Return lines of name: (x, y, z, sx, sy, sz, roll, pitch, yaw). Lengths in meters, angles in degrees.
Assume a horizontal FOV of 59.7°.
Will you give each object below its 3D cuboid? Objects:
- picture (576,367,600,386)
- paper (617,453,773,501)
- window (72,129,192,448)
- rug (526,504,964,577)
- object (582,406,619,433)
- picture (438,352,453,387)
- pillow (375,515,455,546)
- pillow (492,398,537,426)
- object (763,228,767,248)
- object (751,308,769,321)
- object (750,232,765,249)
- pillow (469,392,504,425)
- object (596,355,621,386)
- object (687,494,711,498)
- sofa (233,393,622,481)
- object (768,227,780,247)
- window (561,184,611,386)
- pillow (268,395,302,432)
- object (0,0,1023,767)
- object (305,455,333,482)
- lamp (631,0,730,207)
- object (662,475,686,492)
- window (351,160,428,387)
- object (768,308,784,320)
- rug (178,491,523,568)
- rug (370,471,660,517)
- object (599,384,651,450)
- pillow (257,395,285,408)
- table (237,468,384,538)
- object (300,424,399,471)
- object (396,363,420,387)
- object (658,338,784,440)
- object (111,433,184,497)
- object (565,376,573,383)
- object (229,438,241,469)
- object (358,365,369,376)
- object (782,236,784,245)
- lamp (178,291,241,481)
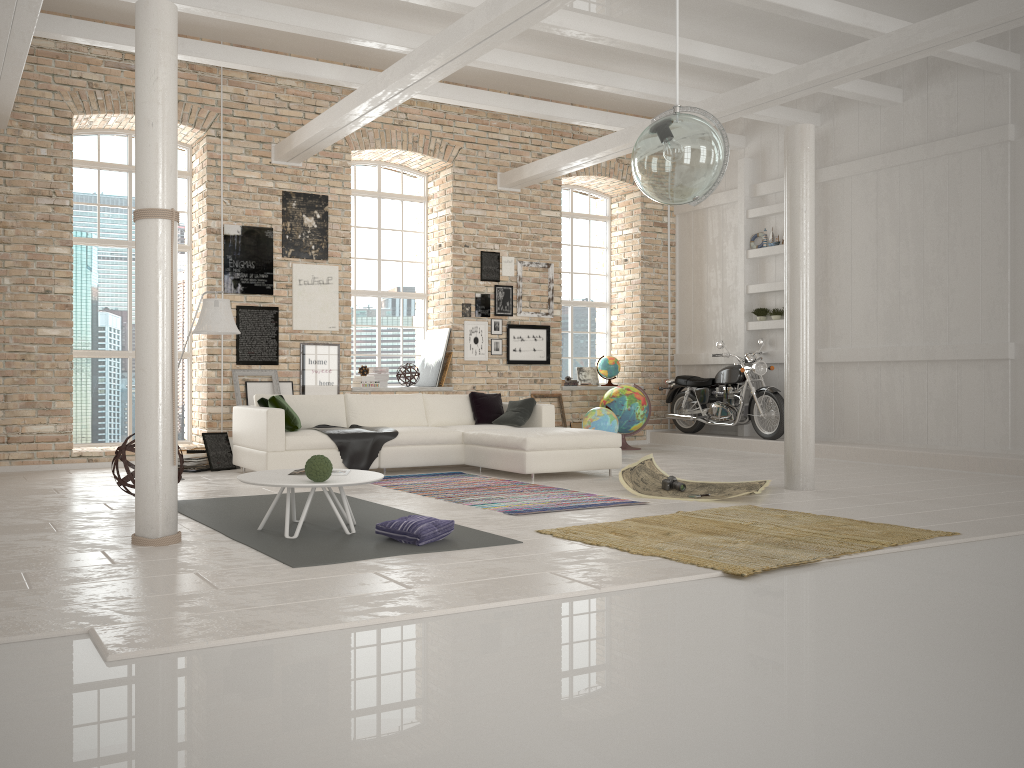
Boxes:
picture: (1.135, -0.106, 13.329, 0.371, 0.292, 0.071, 0, 0, -29)
paper: (1.592, 0.770, 7.535, 1.118, 0.265, 1.390, 0, 0, 23)
window: (-1.172, -1.085, 5.306, 1.348, 3.655, 12.113, 0, 0, -33)
rug: (1.422, 0.906, 5.475, 2.062, 0.021, 1.636, 0, 0, -37)
object: (1.090, 0.583, 11.013, 0.459, 0.631, 0.436, 0, 0, 9)
picture: (-0.925, -0.183, 11.588, 0.163, 0.460, 0.384, 0, 0, -33)
pillow: (-0.566, 0.859, 5.198, 0.378, 0.164, 0.331, 0, 0, 35)
pillow: (0.027, 0.300, 9.734, 0.319, 0.305, 0.444, 0, 0, -41)
object: (3.351, -1.931, 11.797, 0.069, 0.267, 0.065, 0, 0, 13)
object: (3.298, -0.922, 11.826, 0.244, 0.180, 0.238, 0, 0, 30)
object: (3.294, -1.912, 11.927, 0.066, 0.229, 0.250, 0, 0, -41)
pillow: (-0.270, 0.281, 10.072, 0.403, 0.390, 0.256, 0, 0, -29)
object: (1.423, -0.193, 13.062, 0.313, 0.465, 0.346, 0, 0, -26)
object: (1.510, 0.891, 7.120, 0.214, 0.019, 0.103, 0, 0, -34)
sofa: (-0.884, 0.521, 8.893, 3.094, 0.841, 2.298, 0, 0, -30)
object: (3.421, -1.927, 11.634, 0.061, 0.261, 0.242, 0, 0, -19)
window: (4.137, -1.433, 8.220, 1.348, 2.988, 12.113, 0, 0, -33)
pillow: (-2.196, 0.280, 8.615, 0.302, 0.343, 0.421, 0, 0, -7)
object: (1.124, -1.469, 6.601, 9.556, 4.798, 12.552, 0, 0, -31)
object: (-1.129, 0.495, 5.212, 0.175, 0.164, 0.150, 0, 0, 35)
lamp: (0.926, -1.781, 4.993, 0.485, 1.599, 0.519, 0, 0, -17)
object: (1.372, 0.839, 7.520, 0.140, 0.124, 0.179, 0, 0, -31)
window: (1.495, -1.426, 6.770, 1.348, 2.988, 12.113, 0, 0, -33)
object: (3.449, -0.910, 11.630, 0.216, 0.158, 0.238, 0, 0, -39)
rug: (-1.321, 0.909, 5.971, 1.353, 0.041, 2.879, 0, 0, -34)
rug: (-0.243, 0.905, 7.577, 1.325, 0.008, 2.843, 0, 0, -34)
object: (1.518, 0.454, 12.101, 0.698, 0.924, 0.612, 0, 0, 34)
pillow: (-2.333, 0.294, 8.878, 0.325, 0.365, 0.396, 0, 0, 14)
table: (-1.251, 0.741, 5.551, 0.880, 0.342, 0.942, 0, 0, -17)
object: (-1.656, 0.650, 8.891, 0.842, 0.464, 0.823, 0, 0, -33)
object: (-1.327, -0.115, 11.370, 0.285, 0.307, 0.327, 0, 0, -40)
object: (2.835, 0.050, 11.998, 0.763, 1.328, 2.308, 0, 0, -37)
object: (-2.828, 0.633, 6.941, 0.580, 0.543, 0.503, 0, 0, 35)
object: (0.809, -0.066, 12.689, 0.097, 0.090, 0.466, 0, 0, 8)
object: (-3.003, 0.744, 9.365, 0.166, 0.331, 0.252, 0, 0, 37)
object: (-1.853, -0.165, 11.145, 0.142, 0.137, 0.144, 0, 0, -4)
object: (3.542, -1.853, 11.515, 0.103, 0.120, 0.111, 0, 0, -14)
lamp: (-3.048, 0.014, 8.385, 1.016, 1.775, 0.444, 0, 0, 5)
